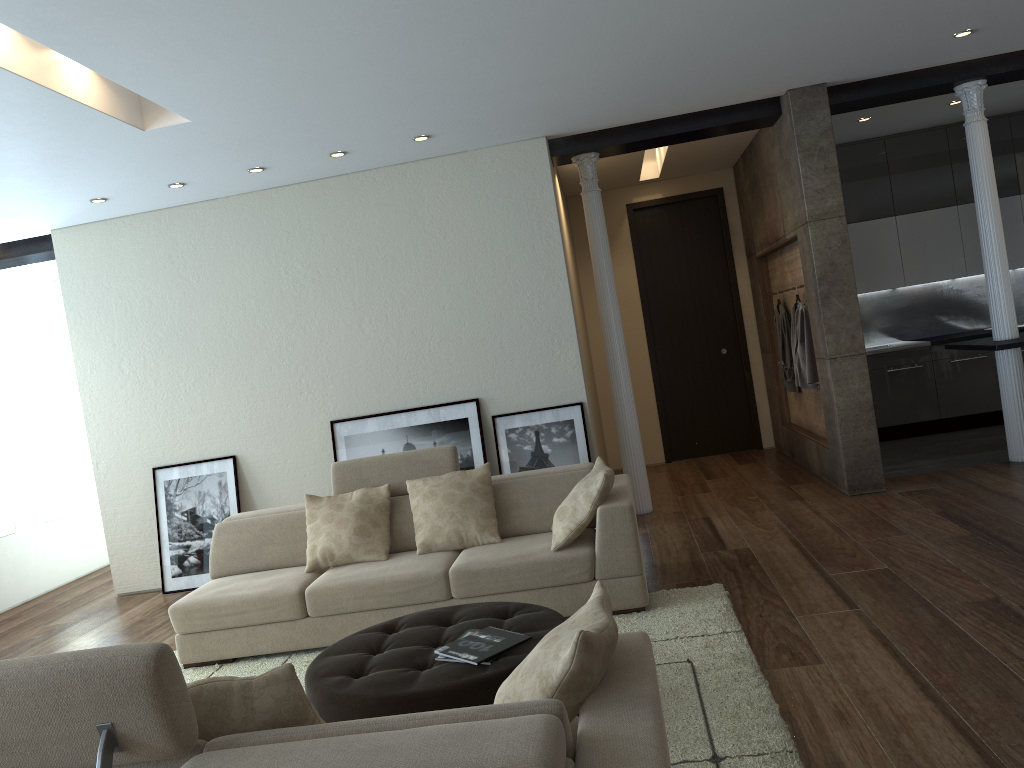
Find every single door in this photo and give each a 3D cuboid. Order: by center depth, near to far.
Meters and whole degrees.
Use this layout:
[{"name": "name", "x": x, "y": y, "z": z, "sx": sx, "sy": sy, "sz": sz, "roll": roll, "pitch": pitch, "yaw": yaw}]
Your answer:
[{"name": "door", "x": 1.954, "y": -0.613, "z": 9.561, "sx": 1.037, "sy": 2.814, "sz": 0.246, "roll": -9, "pitch": 2, "yaw": 7}]

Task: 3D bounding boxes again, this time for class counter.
[{"name": "counter", "x": 5.339, "y": -0.567, "z": 6.626, "sx": 3.700, "sy": 0.040, "sz": 1.000, "roll": -9, "pitch": 2, "yaw": 7}, {"name": "counter", "x": 4.667, "y": -0.411, "z": 8.874, "sx": 3.597, "sy": 0.223, "sz": 0.807, "roll": -9, "pitch": 2, "yaw": 7}]

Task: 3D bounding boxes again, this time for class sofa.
[{"name": "sofa", "x": -0.902, "y": 1.039, "z": 2.213, "sx": 2.581, "sy": 0.950, "sz": 1.021, "roll": -9, "pitch": 2, "yaw": 7}, {"name": "sofa", "x": -0.574, "y": 0.888, "z": 5.138, "sx": 2.581, "sy": 0.950, "sz": 1.021, "roll": -9, "pitch": 2, "yaw": 7}]

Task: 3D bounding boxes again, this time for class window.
[{"name": "window", "x": -4.647, "y": 0.084, "z": 8.658, "sx": 0.123, "sy": 2.400, "sz": 1.373, "roll": -9, "pitch": 2, "yaw": 7}]

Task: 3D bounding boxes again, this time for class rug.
[{"name": "rug", "x": -1.104, "y": 1.497, "z": 3.584, "sx": 4.231, "sy": 0.020, "sz": 2.972, "roll": -9, "pitch": 2, "yaw": 7}]

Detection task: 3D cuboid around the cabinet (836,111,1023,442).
[{"name": "cabinet", "x": 6.424, "y": -1.396, "z": 8.616, "sx": 7.409, "sy": 2.980, "sz": 0.827, "roll": -9, "pitch": 2, "yaw": 7}]

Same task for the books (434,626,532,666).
[{"name": "books", "x": -0.105, "y": 0.968, "z": 3.293, "sx": 0.220, "sy": 0.040, "sz": 0.301, "roll": -7, "pitch": 3, "yaw": 42}]

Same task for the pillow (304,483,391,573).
[{"name": "pillow", "x": -0.956, "y": 0.828, "z": 5.178, "sx": 0.519, "sy": 0.416, "sz": 0.368, "roll": -9, "pitch": 2, "yaw": 2}]

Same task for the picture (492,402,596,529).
[{"name": "picture", "x": 0.257, "y": 0.681, "z": 6.660, "sx": 0.700, "sy": 0.988, "sz": 0.195, "roll": -9, "pitch": 2, "yaw": 7}]

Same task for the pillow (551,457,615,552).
[{"name": "pillow", "x": 0.379, "y": 0.637, "z": 4.792, "sx": 0.395, "sy": 0.393, "sz": 0.518, "roll": -9, "pitch": 2, "yaw": 3}]

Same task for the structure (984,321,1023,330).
[{"name": "structure", "x": 5.237, "y": -0.610, "z": 8.757, "sx": 0.900, "sy": 0.066, "sz": 0.520, "roll": -9, "pitch": 2, "yaw": 7}]

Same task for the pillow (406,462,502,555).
[{"name": "pillow", "x": -0.344, "y": 0.720, "z": 5.117, "sx": 0.534, "sy": 0.439, "sz": 0.301, "roll": -9, "pitch": 2, "yaw": 3}]

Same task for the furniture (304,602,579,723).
[{"name": "furniture", "x": -0.266, "y": 1.175, "z": 3.496, "sx": 1.057, "sy": 0.355, "sz": 1.057, "roll": -9, "pitch": 2, "yaw": 9}]

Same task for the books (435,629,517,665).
[{"name": "books", "x": -0.124, "y": 0.978, "z": 3.310, "sx": 0.219, "sy": 0.031, "sz": 0.300, "roll": -8, "pitch": 2, "yaw": 22}]

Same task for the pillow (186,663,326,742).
[{"name": "pillow", "x": -0.675, "y": 0.873, "z": 2.165, "sx": 0.534, "sy": 0.439, "sz": 0.301, "roll": -9, "pitch": 2, "yaw": 10}]

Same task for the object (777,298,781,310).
[{"name": "object", "x": 2.491, "y": -0.751, "z": 8.268, "sx": 0.010, "sy": 0.219, "sz": 0.430, "roll": -9, "pitch": 2, "yaw": 7}]

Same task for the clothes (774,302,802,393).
[{"name": "clothes", "x": 2.541, "y": -0.340, "z": 8.290, "sx": 0.141, "sy": 0.855, "sz": 0.569, "roll": -9, "pitch": 2, "yaw": 7}]

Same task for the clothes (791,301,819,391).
[{"name": "clothes", "x": 2.427, "y": -0.318, "z": 7.399, "sx": 0.173, "sy": 0.735, "sz": 0.700, "roll": -9, "pitch": 2, "yaw": 5}]

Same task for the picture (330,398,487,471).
[{"name": "picture", "x": -0.758, "y": 0.766, "z": 6.765, "sx": 1.183, "sy": 1.140, "sz": 0.225, "roll": -9, "pitch": 2, "yaw": 7}]

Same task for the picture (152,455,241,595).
[{"name": "picture", "x": -2.466, "y": 1.109, "z": 6.989, "sx": 0.700, "sy": 0.988, "sz": 0.195, "roll": -9, "pitch": 2, "yaw": 7}]

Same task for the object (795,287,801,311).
[{"name": "object", "x": 2.379, "y": -0.703, "z": 7.374, "sx": 0.010, "sy": 0.219, "sz": 0.430, "roll": -9, "pitch": 2, "yaw": 7}]

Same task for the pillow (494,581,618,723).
[{"name": "pillow", "x": 0.101, "y": 0.765, "z": 2.312, "sx": 0.395, "sy": 0.393, "sz": 0.518, "roll": -9, "pitch": 2, "yaw": 10}]
